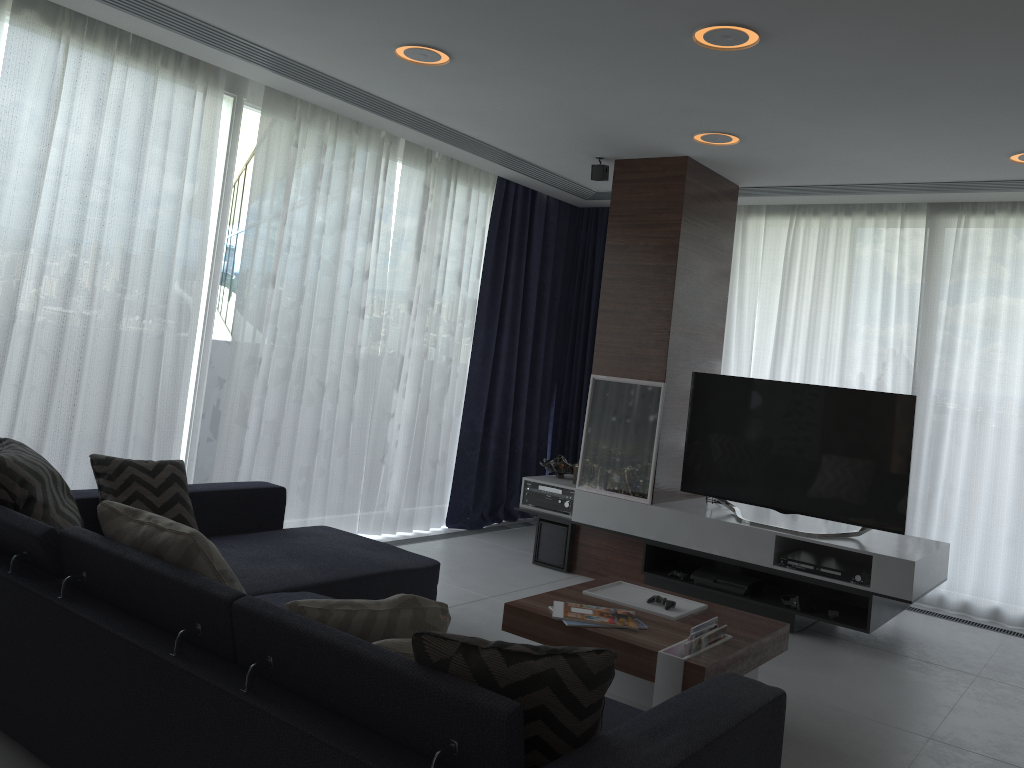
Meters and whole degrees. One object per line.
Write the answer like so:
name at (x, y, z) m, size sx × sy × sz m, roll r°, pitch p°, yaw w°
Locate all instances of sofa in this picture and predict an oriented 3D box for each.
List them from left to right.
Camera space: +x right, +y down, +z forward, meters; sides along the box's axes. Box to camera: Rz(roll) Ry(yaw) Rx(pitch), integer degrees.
sofa at (-0.509, 0.801, 3.015) m, size 2.884 × 0.610 × 1.887 m, roll 7°, pitch 1°, yaw 36°

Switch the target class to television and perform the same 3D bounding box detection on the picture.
television at (1.526, 0.385, 4.835) m, size 1.235 × 0.789 × 0.295 m, roll 7°, pitch -2°, yaw 36°

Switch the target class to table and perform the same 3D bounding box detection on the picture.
table at (0.507, 1.036, 3.344) m, size 0.803 × 0.354 × 0.800 m, roll 7°, pitch 1°, yaw 36°

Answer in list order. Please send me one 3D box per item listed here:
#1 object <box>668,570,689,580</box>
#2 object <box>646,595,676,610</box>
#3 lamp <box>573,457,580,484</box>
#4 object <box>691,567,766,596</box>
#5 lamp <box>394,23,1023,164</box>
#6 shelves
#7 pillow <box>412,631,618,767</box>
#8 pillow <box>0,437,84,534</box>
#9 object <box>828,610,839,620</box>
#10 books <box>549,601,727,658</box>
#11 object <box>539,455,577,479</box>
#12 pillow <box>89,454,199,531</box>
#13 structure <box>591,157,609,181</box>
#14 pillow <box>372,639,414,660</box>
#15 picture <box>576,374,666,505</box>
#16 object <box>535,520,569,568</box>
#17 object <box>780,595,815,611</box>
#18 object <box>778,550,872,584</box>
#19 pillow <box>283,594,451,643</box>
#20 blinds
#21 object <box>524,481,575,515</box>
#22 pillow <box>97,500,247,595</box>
object at (0.940, 1.071, 4.966) m, size 0.070 × 0.036 × 0.113 m, roll 6°, pitch 1°, yaw -41°
object at (0.591, 0.854, 3.471) m, size 0.070 × 0.036 × 0.113 m, roll 6°, pitch 1°, yaw -41°
lamp at (0.438, 0.532, 5.568) m, size 0.077 × 0.212 × 0.153 m, roll 7°, pitch -2°, yaw -5°
object at (1.197, 1.086, 4.883) m, size 0.315 × 0.067 × 0.312 m, roll 7°, pitch 2°, yaw 36°
lamp at (3.188, -0.965, 1.472) m, size 9.615 × 0.085 × 5.317 m, roll 7°, pitch 2°, yaw 23°
shelves at (1.205, 0.987, 5.234) m, size 2.359 × 0.501 × 0.867 m, roll 7°, pitch 1°, yaw 36°
pillow at (-0.006, 0.692, 1.841) m, size 0.415 × 0.387 × 0.220 m, roll 6°, pitch -2°, yaw 7°
pillow at (-1.701, 0.481, 3.111) m, size 0.354 × 0.520 × 0.599 m, roll 7°, pitch -1°, yaw -23°
object at (1.614, 1.158, 4.432) m, size 0.044 × 0.043 × 0.043 m, roll 6°, pitch -1°, yaw 37°
books at (4.062, 1.387, 2.121) m, size 8.254 × 0.374 × 0.403 m, roll 7°, pitch -1°, yaw 16°
object at (0.335, 0.544, 5.825) m, size 0.310 × 0.151 × 0.137 m, roll 6°, pitch -1°, yaw -6°
pillow at (-1.503, 0.479, 3.645) m, size 0.287 × 0.346 × 0.412 m, roll 5°, pitch -1°, yaw 41°
structure at (0.553, -1.339, 5.540) m, size 0.085 × 0.143 × 0.113 m, roll 5°, pitch -2°, yaw 26°
pillow at (-0.132, 0.708, 2.052) m, size 0.415 × 0.296 × 0.329 m, roll 6°, pitch -1°, yaw -1°
picture at (0.640, 0.316, 5.237) m, size 0.502 × 0.704 × 0.052 m, roll 5°, pitch -4°, yaw 36°
object at (0.314, 0.988, 5.500) m, size 0.214 × 0.252 × 0.252 m, roll 5°, pitch -1°, yaw 36°
object at (1.480, 1.122, 4.607) m, size 0.116 × 0.079 × 0.184 m, roll 7°, pitch 1°, yaw -24°
object at (1.651, 0.950, 4.587) m, size 0.432 × 0.053 × 0.333 m, roll 8°, pitch 2°, yaw 36°
pillow at (-0.374, 0.669, 2.200) m, size 0.417 × 0.353 × 0.280 m, roll 7°, pitch -2°, yaw -10°
blinds at (0.567, -0.168, 3.067) m, size 5.822 × 2.783 × 7.091 m, roll 7°, pitch 1°, yaw 40°
object at (0.329, 0.722, 5.655) m, size 0.371 × 0.151 × 0.366 m, roll 7°, pitch 1°, yaw 36°
pillow at (-0.954, 0.563, 2.558) m, size 0.497 × 0.390 × 0.340 m, roll 6°, pitch -1°, yaw 36°
